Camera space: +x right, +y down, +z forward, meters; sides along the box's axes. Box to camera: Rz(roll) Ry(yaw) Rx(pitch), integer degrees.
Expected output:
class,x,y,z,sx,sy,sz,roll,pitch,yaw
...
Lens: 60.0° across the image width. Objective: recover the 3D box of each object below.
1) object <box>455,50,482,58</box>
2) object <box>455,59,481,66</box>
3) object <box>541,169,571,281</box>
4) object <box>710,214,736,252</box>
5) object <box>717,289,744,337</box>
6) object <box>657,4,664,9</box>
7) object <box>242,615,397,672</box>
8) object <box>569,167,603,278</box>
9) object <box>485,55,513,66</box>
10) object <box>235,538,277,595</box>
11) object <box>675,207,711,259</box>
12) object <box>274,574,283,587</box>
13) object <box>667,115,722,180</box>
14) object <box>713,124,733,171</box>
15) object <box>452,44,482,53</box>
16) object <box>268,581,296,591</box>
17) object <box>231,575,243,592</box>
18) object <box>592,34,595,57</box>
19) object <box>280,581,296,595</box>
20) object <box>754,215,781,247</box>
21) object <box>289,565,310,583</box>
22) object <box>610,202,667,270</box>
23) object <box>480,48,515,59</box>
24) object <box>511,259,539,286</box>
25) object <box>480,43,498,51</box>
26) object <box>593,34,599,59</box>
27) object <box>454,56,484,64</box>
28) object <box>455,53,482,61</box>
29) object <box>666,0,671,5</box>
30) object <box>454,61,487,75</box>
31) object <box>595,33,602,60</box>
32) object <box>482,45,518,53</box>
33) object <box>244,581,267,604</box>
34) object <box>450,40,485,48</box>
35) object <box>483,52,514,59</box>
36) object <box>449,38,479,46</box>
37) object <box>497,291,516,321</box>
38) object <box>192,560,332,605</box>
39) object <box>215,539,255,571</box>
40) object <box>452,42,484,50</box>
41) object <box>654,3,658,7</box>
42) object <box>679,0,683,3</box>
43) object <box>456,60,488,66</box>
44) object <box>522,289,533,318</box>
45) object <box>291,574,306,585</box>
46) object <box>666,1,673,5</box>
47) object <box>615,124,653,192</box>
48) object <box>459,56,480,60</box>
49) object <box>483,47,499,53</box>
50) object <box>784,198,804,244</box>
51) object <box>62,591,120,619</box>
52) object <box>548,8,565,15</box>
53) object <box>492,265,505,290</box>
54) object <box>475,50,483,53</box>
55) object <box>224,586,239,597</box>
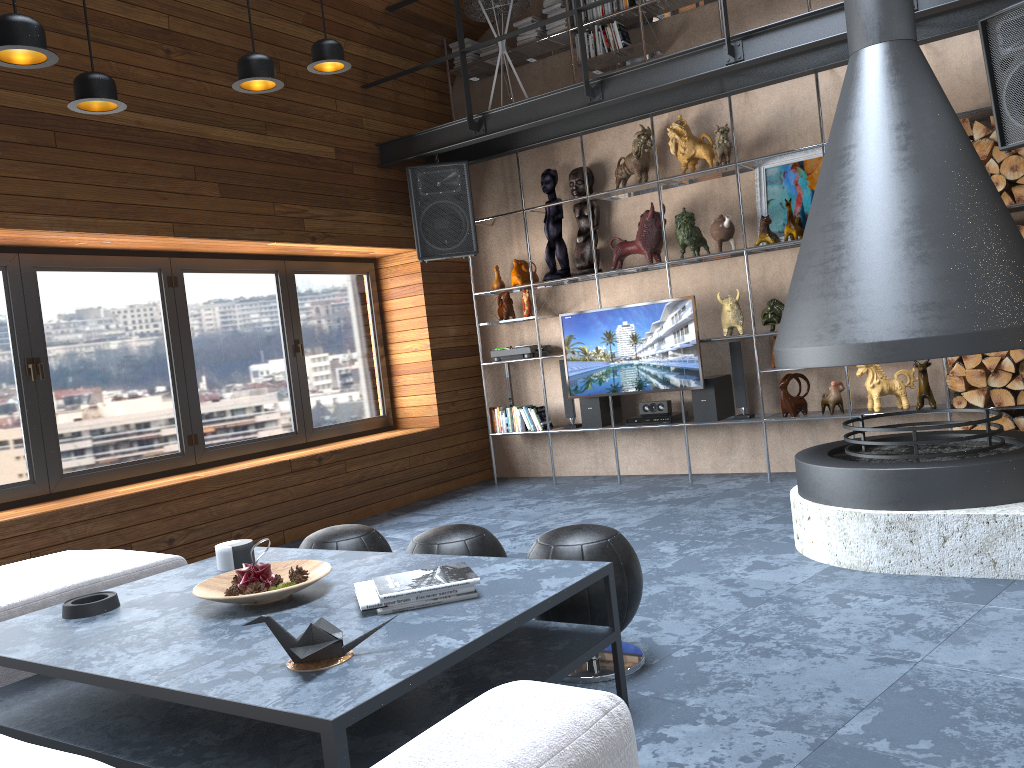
class,x,y,z,sx,sy,sz,roll,pitch,yaw
object,-0.326,-2.626,7.116,0.182,0.016,0.246,-5,3,34
object,-0.331,-2.570,7.145,0.161,0.013,0.218,-5,3,34
object,0.307,-1.237,6.883,0.244,0.879,0.244,-8,2,-27
object,1.438,-1.024,6.050,0.164,0.266,0.237,-8,3,-39
object,1.511,-0.486,6.090,0.154,0.310,0.325,-6,2,19
object,1.016,-2.764,6.230,0.061,0.235,0.140,-5,2,34
object,-0.426,0.557,1.980,0.240,0.117,0.250,-5,3,42
object,0.542,-1.237,6.751,0.237,0.840,0.305,-5,2,36
object,-0.114,-2.551,6.985,0.161,0.012,0.201,-5,3,34
object,-0.751,0.540,2.590,0.105,0.172,0.118,-7,2,-4
object,1.247,-1.051,6.189,0.255,0.356,0.167,-8,2,-37
object,-0.713,0.595,2.676,0.042,0.042,0.043,-5,2,29
object,1.280,-1.685,6.251,0.328,0.458,0.215,-5,3,39
object,1.429,-1.599,5.995,0.131,0.280,0.208,-6,2,16
object,-0.333,-2.664,7.112,0.180,0.028,0.252,-5,3,34
object,-0.663,0.594,2.563,0.073,0.034,0.081,-6,2,22
object,-0.806,0.591,2.641,0.060,0.062,0.062,-7,2,-5
object,0.622,-2.449,6.462,0.009,0.178,0.112,-5,2,34
object,-0.630,0.577,2.508,0.039,0.039,0.048,-5,2,31
object,1.731,-1.024,5.952,0.137,0.207,0.272,-5,3,38
object,-0.636,0.572,2.656,0.063,0.061,0.061,-5,2,33
object,0.915,-1.065,6.427,0.462,0.440,0.219,-5,2,34
object,-0.105,-2.585,6.991,0.176,0.025,0.262,-5,3,34
object,0.103,-0.881,7.036,0.138,0.222,0.278,-5,3,45
object,-0.129,-2.629,6.979,0.161,0.013,0.203,-5,3,34
object,0.629,-2.449,6.454,0.011,0.175,0.111,-5,2,34
object,-0.334,-2.581,7.128,0.159,0.012,0.243,-5,3,34
object,-0.329,-2.610,7.135,0.167,0.017,0.224,-5,3,34
object,1.076,-2.743,6.189,0.042,0.180,0.131,-5,2,34
object,-0.328,-2.538,7.130,0.176,0.025,0.234,-5,3,34
object,0.642,-2.452,6.456,0.009,0.177,0.112,-5,2,34
object,-0.094,-2.618,6.985,0.182,0.016,0.228,-5,3,34
object,-0.721,0.587,2.496,0.064,0.062,0.061,-8,2,-25
object,-0.350,-2.705,7.123,0.182,0.016,0.246,-5,3,34
object,-0.110,-2.565,6.999,0.159,0.012,0.226,-5,3,34
object,-0.361,-2.720,7.128,0.182,0.016,0.246,-5,3,34
object,-0.055,-0.627,7.179,0.116,0.229,0.233,-7,2,-16
object,-0.726,0.597,2.603,0.395,0.061,0.395,-6,2,27
object,-0.966,0.597,3.097,0.126,0.081,0.126,-6,2,7
object,-0.343,-2.687,7.130,0.174,0.021,0.233,-5,3,34
object,0.981,-2.746,6.206,0.051,0.202,0.145,-5,2,34
object,1.139,-2.759,6.155,0.047,0.201,0.137,-5,2,34
object,-0.322,-2.558,7.141,0.161,0.013,0.216,-5,3,34
object,0.114,-0.638,7.070,0.060,0.223,0.267,-7,2,-10
object,-0.626,0.578,2.599,0.043,0.042,0.042,-5,3,37
object,1.076,-2.743,6.188,0.041,0.177,0.127,-5,2,34
object,0.889,-1.641,6.472,0.328,0.442,0.207,-6,2,27
object,-0.332,-2.595,7.144,0.161,0.012,0.216,-5,3,34
object,-0.115,-2.602,6.980,0.161,0.013,0.201,-5,3,34
object,1.862,-1.075,5.846,0.097,0.290,0.290,-5,2,33
object,-1.276,0.669,2.687,0.160,0.040,0.160,-6,2,12
object,0.391,-2.763,6.644,0.161,0.013,0.217,-5,3,34
object,-0.105,-0.862,7.174,0.107,0.209,0.233,-6,2,21
object,-0.329,-2.642,7.116,0.182,0.016,0.246,-5,3,34
object,-0.796,0.596,2.518,0.044,0.042,0.042,-5,2,34
